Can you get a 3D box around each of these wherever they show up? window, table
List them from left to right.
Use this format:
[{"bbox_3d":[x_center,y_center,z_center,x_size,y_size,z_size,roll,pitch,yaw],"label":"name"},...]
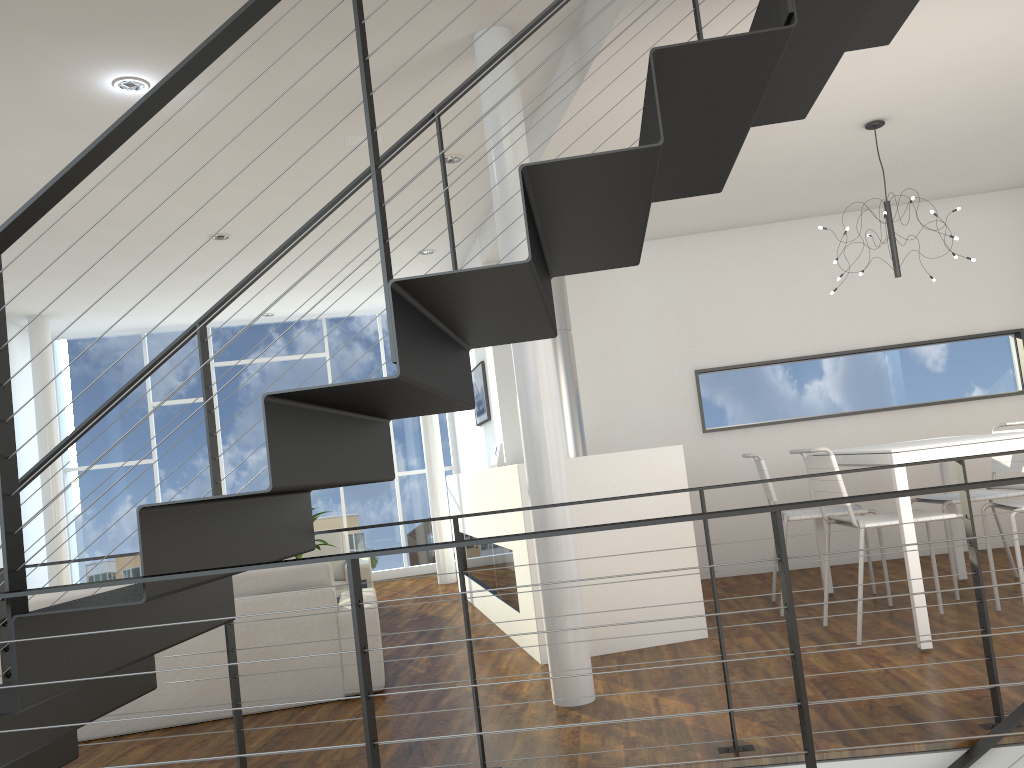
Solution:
[{"bbox_3d":[-1.584,1.344,4.804,1.607,0.284,0.663,-6,-6,-10],"label":"table"},{"bbox_3d":[-2.372,-0.913,7.989,3.413,5.624,0.090,-6,-4,-11],"label":"window"},{"bbox_3d":[2.201,-0.009,5.650,2.024,0.407,0.165,-7,-4,5],"label":"window"},{"bbox_3d":[1.839,0.612,3.862,0.700,0.718,1.403,-7,-5,5],"label":"table"}]

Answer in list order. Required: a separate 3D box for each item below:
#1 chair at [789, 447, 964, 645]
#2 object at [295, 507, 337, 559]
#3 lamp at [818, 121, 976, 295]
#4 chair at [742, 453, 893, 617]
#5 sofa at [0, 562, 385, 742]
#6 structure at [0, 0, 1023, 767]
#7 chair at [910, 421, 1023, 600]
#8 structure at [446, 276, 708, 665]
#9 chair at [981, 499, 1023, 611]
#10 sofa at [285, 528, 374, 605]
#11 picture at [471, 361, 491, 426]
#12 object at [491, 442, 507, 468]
[{"bbox_3d":[1.505,0.613,3.618,0.555,0.763,0.429,-7,-5,2],"label":"chair"},{"bbox_3d":[-1.167,0.854,4.881,0.431,0.600,0.459,-5,-5,-25],"label":"object"},{"bbox_3d":[1.705,-0.832,4.025,0.620,0.724,0.590,-9,-5,27],"label":"lamp"},{"bbox_3d":[1.461,0.688,4.310,0.555,0.763,0.428,-8,-5,11],"label":"chair"},{"bbox_3d":[-1.382,1.072,3.786,1.610,0.564,0.804,-6,-5,-10],"label":"sofa"},{"bbox_3d":[0.376,0.487,1.917,4.362,6.285,1.096,-7,-4,5],"label":"structure"},{"bbox_3d":[2.240,0.586,4.217,0.555,0.763,0.429,-7,-5,0],"label":"chair"},{"bbox_3d":[0.107,0.219,5.204,0.750,2.201,2.757,-6,-5,-11],"label":"structure"},{"bbox_3d":[2.206,0.517,3.491,0.555,0.763,0.428,-8,-5,12],"label":"chair"},{"bbox_3d":[-1.745,1.325,5.883,1.610,0.564,0.804,-6,-5,-10],"label":"sofa"},{"bbox_3d":[-0.233,0.079,6.444,0.020,0.414,0.576,-6,-5,-11],"label":"picture"},{"bbox_3d":[-0.086,0.429,5.294,0.061,0.151,0.100,-5,-5,-24],"label":"object"}]
